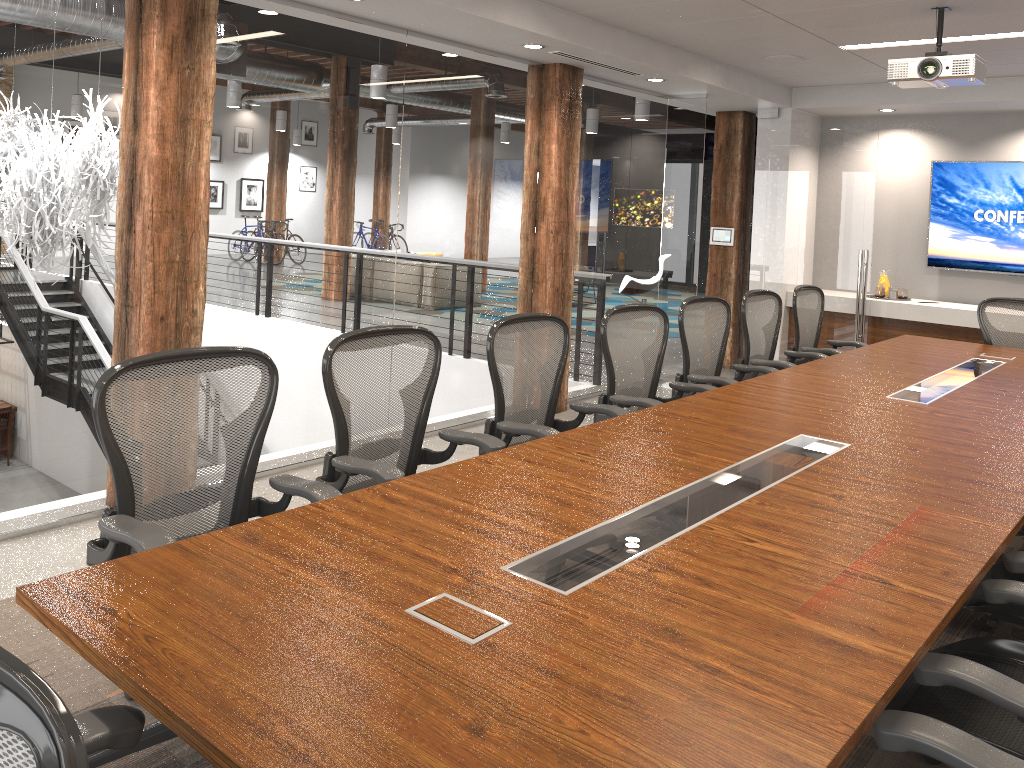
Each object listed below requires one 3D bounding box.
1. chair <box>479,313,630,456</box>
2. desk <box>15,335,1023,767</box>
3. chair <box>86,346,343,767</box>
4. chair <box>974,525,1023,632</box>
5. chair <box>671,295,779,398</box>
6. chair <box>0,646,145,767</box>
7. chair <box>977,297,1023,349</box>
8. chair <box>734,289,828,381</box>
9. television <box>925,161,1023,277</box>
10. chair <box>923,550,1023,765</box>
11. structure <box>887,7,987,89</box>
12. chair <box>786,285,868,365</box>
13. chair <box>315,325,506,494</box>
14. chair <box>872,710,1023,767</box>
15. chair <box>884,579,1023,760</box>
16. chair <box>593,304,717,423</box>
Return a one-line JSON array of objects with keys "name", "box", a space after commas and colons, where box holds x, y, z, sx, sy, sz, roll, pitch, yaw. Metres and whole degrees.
[{"name": "chair", "box": [0.254, 0.277, 3.692, 0.766, 1.080, 0.807, 5, 5, 29]}, {"name": "desk", "box": [1.465, 0.515, 3.605, 1.420, 0.744, 6.081, 10, 14, 38]}, {"name": "chair", "box": [-0.807, 0.471, 2.500, 0.794, 1.080, 0.778, 4, 5, 13]}, {"name": "chair", "box": [2.128, 0.478, 3.157, 0.769, 1.080, 0.804, 7, 6, 41]}, {"name": "chair", "box": [1.291, 0.074, 4.920, 0.767, 1.080, 0.806, 6, 5, 32]}, {"name": "chair", "box": [-0.570, 0.749, 1.208, 0.772, 1.080, 0.800, 4, 5, 13]}, {"name": "chair", "box": [3.421, -0.017, 5.861, 0.774, 1.080, 0.798, 5, 5, 23]}, {"name": "chair", "box": [1.784, -0.041, 5.593, 0.797, 1.080, 0.776, 5, 5, 23]}, {"name": "television", "box": [4.701, -1.478, 7.670, 1.932, 1.095, 0.065, 10, 5, 39]}, {"name": "chair", "box": [1.623, 0.592, 2.485, 0.796, 1.080, 0.776, 5, 5, 21]}, {"name": "structure", "box": [2.470, -1.957, 5.053, 0.465, 0.451, 0.319, 8, 7, 39]}, {"name": "chair", "box": [2.313, -0.131, 6.155, 0.802, 1.080, 0.770, -2, 6, -44]}, {"name": "chair", "box": [-0.316, 0.361, 3.147, 0.796, 1.080, 0.776, 5, 5, 21]}, {"name": "chair", "box": [0.584, 0.795, 1.253, 0.799, 1.080, 0.774, 6, 5, 33]}, {"name": "chair", "box": [1.095, 0.681, 1.925, 0.769, 1.080, 0.803, 6, 6, 39]}, {"name": "chair", "box": [0.777, 0.171, 4.330, 0.797, 1.080, 0.776, 5, 5, 25]}]
